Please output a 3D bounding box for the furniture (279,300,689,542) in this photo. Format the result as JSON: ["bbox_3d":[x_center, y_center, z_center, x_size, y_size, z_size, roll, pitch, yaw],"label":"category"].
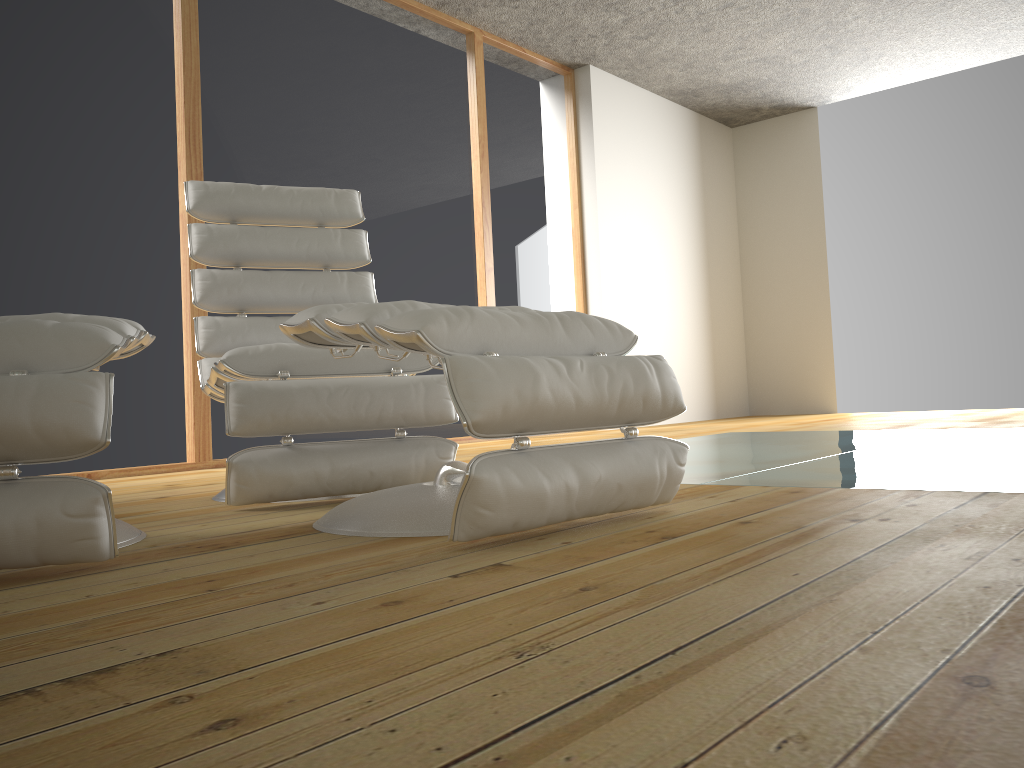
[{"bbox_3d":[-0.087,0.043,1.757,0.569,0.440,0.685,-1,-2,-44],"label":"furniture"}]

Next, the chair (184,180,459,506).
[{"bbox_3d":[-0.584,-0.184,2.527,0.570,0.970,0.912,-2,-2,-25],"label":"chair"}]

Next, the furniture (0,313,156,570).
[{"bbox_3d":[-0.955,0.082,1.556,0.570,0.440,0.685,-2,-2,-15],"label":"furniture"}]
